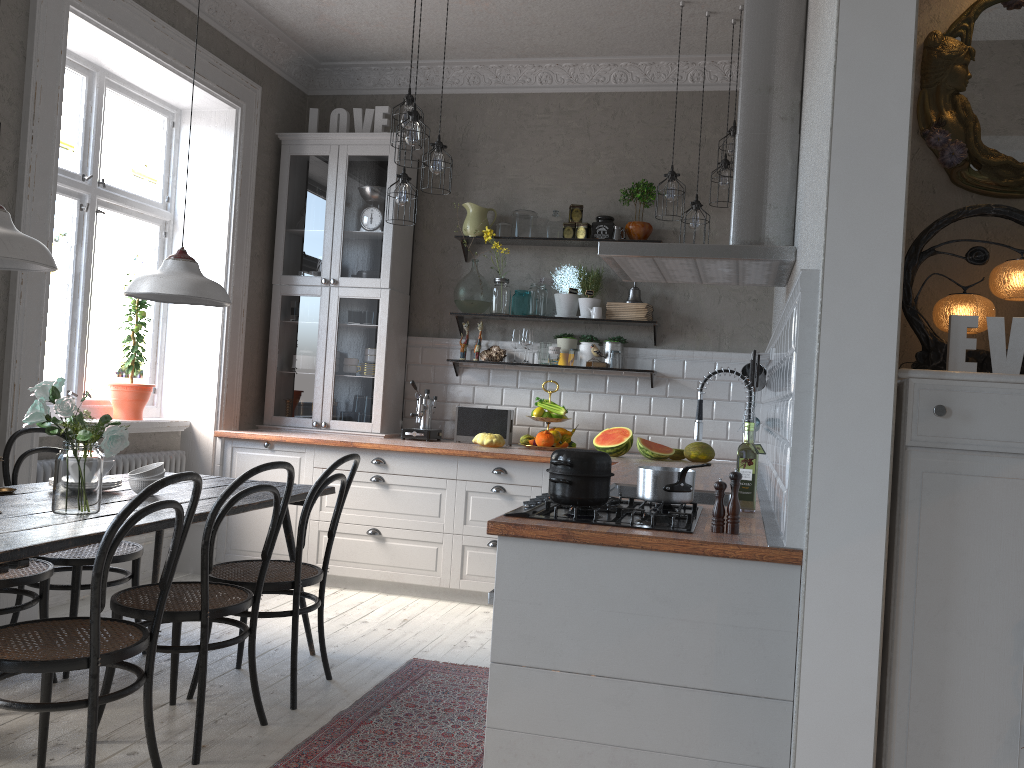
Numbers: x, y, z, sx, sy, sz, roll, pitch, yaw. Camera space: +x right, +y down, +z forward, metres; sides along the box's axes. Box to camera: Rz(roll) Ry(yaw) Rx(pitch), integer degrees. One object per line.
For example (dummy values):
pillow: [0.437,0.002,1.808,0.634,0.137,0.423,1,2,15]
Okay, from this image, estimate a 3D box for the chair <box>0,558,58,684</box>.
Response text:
chair: [-1.921,0.639,3.139,0.545,0.920,0.441,3,-1,11]

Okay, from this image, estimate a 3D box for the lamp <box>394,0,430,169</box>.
lamp: [-0.411,-1.878,4.100,0.149,1.735,0.144,4,-1,-30]

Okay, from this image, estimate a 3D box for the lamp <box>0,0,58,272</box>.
lamp: [-1.434,-1.265,2.502,0.387,1.858,0.371,4,-1,-39]

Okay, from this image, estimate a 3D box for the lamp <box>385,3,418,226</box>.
lamp: [-0.502,-1.670,4.442,0.149,1.735,0.144,4,-1,-20]

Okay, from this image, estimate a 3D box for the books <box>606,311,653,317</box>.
books: [0.728,-0.436,5.494,0.258,0.011,0.160,3,-1,19]

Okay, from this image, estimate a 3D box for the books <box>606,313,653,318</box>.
books: [0.727,-0.425,5.494,0.257,0.016,0.160,3,-1,22]

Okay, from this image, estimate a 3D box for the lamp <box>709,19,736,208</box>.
lamp: [1.207,-1.844,4.855,0.150,1.735,0.144,4,-1,-35]

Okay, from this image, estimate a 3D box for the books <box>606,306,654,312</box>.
books: [0.730,-0.468,5.494,0.257,0.016,0.160,3,-1,26]

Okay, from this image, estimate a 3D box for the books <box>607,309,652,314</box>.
books: [0.729,-0.447,5.494,0.258,0.011,0.159,3,-1,16]

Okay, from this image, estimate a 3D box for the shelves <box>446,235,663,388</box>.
shelves: [0.270,-0.442,5.587,1.304,0.923,0.230,3,-1,12]

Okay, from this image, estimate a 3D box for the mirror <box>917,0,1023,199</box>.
mirror: [1.369,-0.795,2.362,0.528,0.593,0.072,3,-1,12]

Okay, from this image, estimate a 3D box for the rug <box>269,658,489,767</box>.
rug: [-0.248,1.195,3.168,0.729,0.014,1.301,3,-1,14]

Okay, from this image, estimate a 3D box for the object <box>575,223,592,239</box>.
object: [0.446,-0.943,5.532,0.081,0.113,0.084,3,-1,23]

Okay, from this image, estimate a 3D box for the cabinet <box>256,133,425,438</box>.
cabinet: [-1.100,-0.617,5.748,0.871,1.921,0.391,3,-1,13]

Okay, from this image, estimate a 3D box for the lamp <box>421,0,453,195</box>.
lamp: [-0.323,-1.819,4.403,0.147,1.735,0.146,4,-1,0]

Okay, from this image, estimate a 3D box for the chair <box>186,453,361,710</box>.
chair: [-0.890,0.706,3.374,0.545,0.920,0.441,3,-1,11]

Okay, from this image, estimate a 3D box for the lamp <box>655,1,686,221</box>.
lamp: [0.882,-1.737,4.675,0.150,1.735,0.143,4,-1,-45]

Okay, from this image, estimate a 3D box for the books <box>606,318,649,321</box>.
books: [0.725,-0.392,5.493,0.258,0.011,0.159,3,-1,16]

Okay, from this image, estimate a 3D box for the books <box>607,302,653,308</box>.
books: [0.731,-0.489,5.494,0.258,0.011,0.160,3,-1,19]

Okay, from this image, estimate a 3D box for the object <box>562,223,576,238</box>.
object: [0.362,-0.948,5.555,0.082,0.113,0.083,3,-1,13]

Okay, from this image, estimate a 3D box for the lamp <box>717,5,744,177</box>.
lamp: [1.212,-1.974,4.681,0.148,1.735,0.145,4,-1,-15]

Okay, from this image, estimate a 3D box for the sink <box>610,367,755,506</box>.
sink: [0.598,0.289,3.174,0.523,0.720,0.490,3,-1,13]

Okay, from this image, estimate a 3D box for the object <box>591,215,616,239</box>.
object: [0.579,-0.965,5.555,0.141,0.174,0.143,3,-1,13]

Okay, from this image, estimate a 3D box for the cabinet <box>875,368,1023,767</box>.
cabinet: [1.210,0.634,2.124,0.660,1.297,0.387,3,-1,13]

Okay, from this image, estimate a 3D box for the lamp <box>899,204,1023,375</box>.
lamp: [1.193,-0.177,2.250,0.443,0.558,0.174,3,-1,21]

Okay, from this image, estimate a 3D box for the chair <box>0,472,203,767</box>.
chair: [-1.161,0.678,2.382,0.545,0.920,0.441,3,-1,11]

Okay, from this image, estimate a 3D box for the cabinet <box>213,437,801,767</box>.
cabinet: [0.033,0.801,4.107,2.025,0.854,4.116,4,-1,-30]

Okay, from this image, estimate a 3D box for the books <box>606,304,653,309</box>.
books: [0.731,-0.479,5.494,0.257,0.016,0.160,3,-1,22]

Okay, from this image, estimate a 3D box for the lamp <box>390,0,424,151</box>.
lamp: [-0.455,-2.010,4.277,0.147,1.735,0.146,4,-1,0]

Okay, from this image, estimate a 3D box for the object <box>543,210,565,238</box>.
object: [0.275,-1.005,5.680,0.142,0.220,0.137,4,-1,-27]

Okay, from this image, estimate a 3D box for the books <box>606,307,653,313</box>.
books: [0.729,-0.457,5.494,0.258,0.011,0.160,3,-1,19]

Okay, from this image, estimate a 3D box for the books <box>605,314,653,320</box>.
books: [0.726,-0.414,5.493,0.257,0.016,0.160,3,-1,26]

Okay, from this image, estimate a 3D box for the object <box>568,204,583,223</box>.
object: [0.399,-1.058,5.537,0.083,0.113,0.082,4,-1,-7]

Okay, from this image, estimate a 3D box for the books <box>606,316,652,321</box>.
books: [0.726,-0.403,5.493,0.258,0.011,0.160,3,-1,19]

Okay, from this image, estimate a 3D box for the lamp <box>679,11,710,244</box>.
lamp: [1.033,-1.603,4.776,0.148,1.735,0.145,4,-1,-15]

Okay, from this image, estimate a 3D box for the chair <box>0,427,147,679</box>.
chair: [-1.781,0.653,3.610,0.540,0.920,0.445,3,-1,26]

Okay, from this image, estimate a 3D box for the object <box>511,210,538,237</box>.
object: [0.077,-1.000,5.625,0.175,0.184,0.168,4,-1,-37]

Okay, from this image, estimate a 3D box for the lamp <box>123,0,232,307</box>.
lamp: [-1.207,-1.240,3.375,0.374,1.858,0.385,3,-1,21]

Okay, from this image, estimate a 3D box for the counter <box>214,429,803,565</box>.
counter: [-0.415,0.361,4.065,3.132,0.039,3.422,3,-1,14]

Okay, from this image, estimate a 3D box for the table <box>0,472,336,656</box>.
table: [-1.465,0.759,3.014,0.896,0.735,1.937,3,-1,14]

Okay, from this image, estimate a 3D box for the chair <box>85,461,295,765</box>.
chair: [-1.030,0.692,2.905,0.541,0.920,0.444,3,-1,21]
